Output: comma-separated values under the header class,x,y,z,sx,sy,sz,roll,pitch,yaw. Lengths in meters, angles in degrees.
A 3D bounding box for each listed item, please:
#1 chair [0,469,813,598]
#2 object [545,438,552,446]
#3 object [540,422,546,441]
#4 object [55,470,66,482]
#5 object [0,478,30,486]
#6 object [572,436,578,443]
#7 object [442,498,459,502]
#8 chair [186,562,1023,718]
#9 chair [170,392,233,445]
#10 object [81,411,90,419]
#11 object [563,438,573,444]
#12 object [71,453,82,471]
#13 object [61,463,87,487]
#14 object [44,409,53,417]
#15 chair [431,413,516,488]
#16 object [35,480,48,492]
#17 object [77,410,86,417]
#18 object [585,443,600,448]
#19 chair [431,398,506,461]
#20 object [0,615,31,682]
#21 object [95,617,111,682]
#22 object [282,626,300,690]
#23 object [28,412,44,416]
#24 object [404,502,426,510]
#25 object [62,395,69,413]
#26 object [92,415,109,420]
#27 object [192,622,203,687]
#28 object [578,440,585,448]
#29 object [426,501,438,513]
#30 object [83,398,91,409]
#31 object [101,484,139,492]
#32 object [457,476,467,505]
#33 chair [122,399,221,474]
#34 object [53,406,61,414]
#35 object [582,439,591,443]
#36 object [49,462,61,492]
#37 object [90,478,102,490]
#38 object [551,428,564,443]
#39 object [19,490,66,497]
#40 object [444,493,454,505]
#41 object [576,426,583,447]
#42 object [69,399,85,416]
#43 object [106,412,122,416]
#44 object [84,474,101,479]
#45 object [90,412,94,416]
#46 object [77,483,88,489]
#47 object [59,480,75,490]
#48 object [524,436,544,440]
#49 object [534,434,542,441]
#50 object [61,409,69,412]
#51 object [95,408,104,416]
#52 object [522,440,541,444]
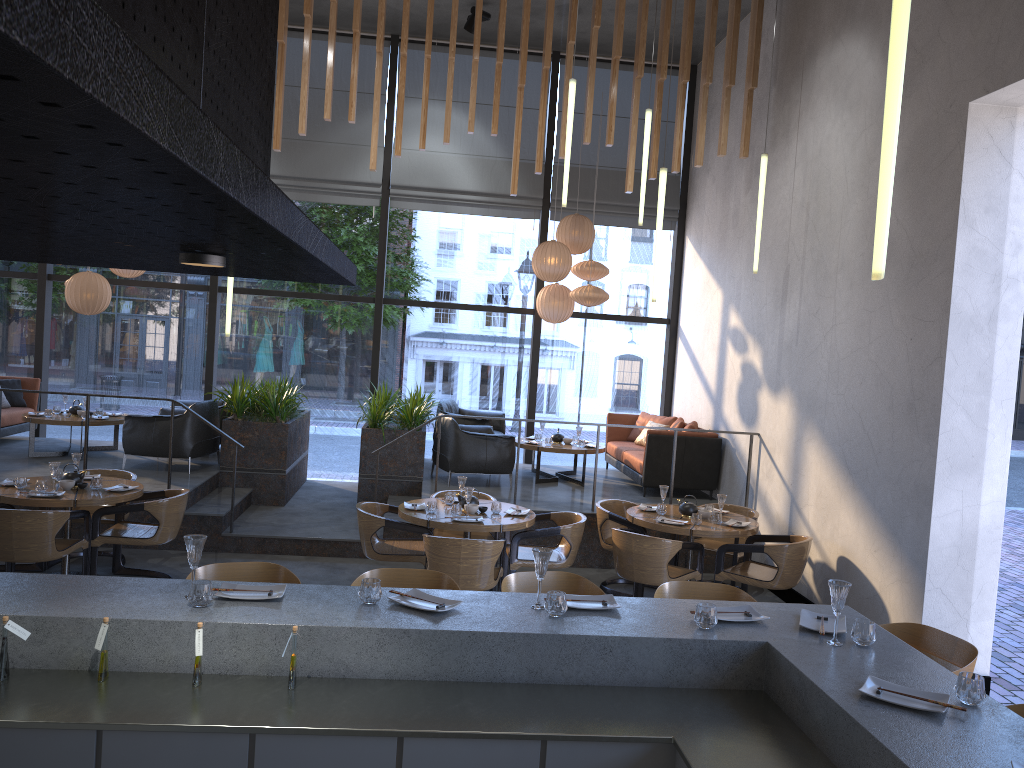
class,x,y,z,sx,sy,sz,roll,pitch,yaw
chair,-2.449,1.305,5.802,9.749,0.759,4.352,4,3,-4
object,0.419,0.662,10.171,0.086,0.086,0.086,4,3,-2
object,0.361,0.565,10.647,0.082,0.227,0.082,3,3,-24
object,-3.633,0.743,7.147,0.086,0.086,0.086,3,3,-19
object,-3.884,0.769,6.879,0.170,0.025,0.294,3,3,-9
object,0.764,0.665,10.619,0.086,0.086,0.086,4,3,-2
object,-0.450,0.975,7.463,0.294,0.025,0.170,3,3,-21
chair,0.986,1.562,2.182,2.787,1.047,5.395,2,3,-28
chair,-3.740,0.453,10.726,0.833,0.743,1.030,3,3,-20
object,-4.645,0.342,9.665,0.086,0.086,0.086,4,3,-2
object,0.654,0.676,10.446,0.116,0.065,0.116,5,3,24
object,-3.534,0.676,7.190,0.082,0.227,0.082,5,3,27
object,-3.460,0.715,6.987,0.163,0.179,0.168,1,4,-42
object,-5.030,0.318,9.626,0.086,0.086,0.086,4,3,-2
chair,-0.443,0.717,9.873,0.833,0.743,1.030,3,3,-20
object,-3.543,0.771,6.679,0.086,0.086,0.086,5,3,19
object,-4.795,0.332,9.901,0.116,0.065,0.116,5,3,24
object,0.913,0.720,10.315,0.170,0.025,0.294,3,3,-25
chair,-0.536,0.576,11.090,0.833,0.743,1.030,4,3,9
object,-1.625,0.851,2.883,0.048,0.203,0.096,6,3,39
object,-1.341,0.869,2.919,0.038,0.203,0.057,5,3,19
object,-0.733,0.909,2.949,0.042,0.203,0.076,5,3,27
object,-5.203,0.333,9.704,0.170,0.025,0.294,3,3,-25
object,-0.767,0.974,7.015,0.170,0.025,0.294,3,3,-9
object,-5.087,0.220,10.102,0.082,0.227,0.082,3,3,-24
object,-4.536,0.375,9.771,0.170,0.025,0.294,3,3,-25
object,-1.033,0.890,2.922,0.029,0.203,0.077,3,3,-15
object,0.804,0.686,10.209,0.086,0.086,0.086,4,3,-2
object,-0.623,0.959,6.891,0.086,0.086,0.086,5,3,20
object,-4.675,0.265,9.739,0.082,0.227,0.082,6,3,37
object,-3.083,0.821,6.940,0.170,0.025,0.294,5,3,14
object,-0.417,0.882,7.327,0.082,0.227,0.082,5,3,15
chair,-3.623,0.516,9.550,0.833,0.743,1.030,4,3,1
object,-5.137,0.292,10.010,0.086,0.086,0.086,6,3,32
object,0.871,0.697,10.742,0.170,0.025,0.294,3,3,-25
object,-3.454,0.705,6.688,0.082,0.227,0.082,2,3,-36
object,-3.241,0.780,6.913,0.086,0.086,0.086,6,4,42
object,0.544,0.607,10.538,0.163,0.179,0.168,2,3,-40
object,-3.478,0.812,6.545,0.294,0.025,0.170,3,3,-9
object,-0.517,0.948,7.284,0.086,0.086,0.086,3,3,-24
object,0.773,0.610,10.283,0.082,0.227,0.082,6,3,37
object,-4.904,0.262,9.994,0.163,0.179,0.168,2,3,-40
object,-4.577,0.353,10.198,0.170,0.025,0.294,3,3,-25
object,-3.566,0.770,7.326,0.294,0.025,0.170,3,3,-21
object,-4.767,0.340,10.008,0.080,0.042,0.080,3,3,-21
object,-3.349,0.795,6.912,0.080,0.042,0.080,5,3,18
object,-3.437,0.781,6.847,0.116,0.065,0.116,1,4,-44
object,0.252,0.655,10.737,0.170,0.025,0.294,5,3,30
object,0.312,0.637,10.554,0.086,0.086,0.086,6,3,32
object,-5.197,0.311,10.193,0.170,0.025,0.294,5,3,30
object,-4.684,0.320,10.075,0.086,0.086,0.086,4,3,-2
object,0.245,0.678,10.248,0.170,0.025,0.294,3,3,-25
